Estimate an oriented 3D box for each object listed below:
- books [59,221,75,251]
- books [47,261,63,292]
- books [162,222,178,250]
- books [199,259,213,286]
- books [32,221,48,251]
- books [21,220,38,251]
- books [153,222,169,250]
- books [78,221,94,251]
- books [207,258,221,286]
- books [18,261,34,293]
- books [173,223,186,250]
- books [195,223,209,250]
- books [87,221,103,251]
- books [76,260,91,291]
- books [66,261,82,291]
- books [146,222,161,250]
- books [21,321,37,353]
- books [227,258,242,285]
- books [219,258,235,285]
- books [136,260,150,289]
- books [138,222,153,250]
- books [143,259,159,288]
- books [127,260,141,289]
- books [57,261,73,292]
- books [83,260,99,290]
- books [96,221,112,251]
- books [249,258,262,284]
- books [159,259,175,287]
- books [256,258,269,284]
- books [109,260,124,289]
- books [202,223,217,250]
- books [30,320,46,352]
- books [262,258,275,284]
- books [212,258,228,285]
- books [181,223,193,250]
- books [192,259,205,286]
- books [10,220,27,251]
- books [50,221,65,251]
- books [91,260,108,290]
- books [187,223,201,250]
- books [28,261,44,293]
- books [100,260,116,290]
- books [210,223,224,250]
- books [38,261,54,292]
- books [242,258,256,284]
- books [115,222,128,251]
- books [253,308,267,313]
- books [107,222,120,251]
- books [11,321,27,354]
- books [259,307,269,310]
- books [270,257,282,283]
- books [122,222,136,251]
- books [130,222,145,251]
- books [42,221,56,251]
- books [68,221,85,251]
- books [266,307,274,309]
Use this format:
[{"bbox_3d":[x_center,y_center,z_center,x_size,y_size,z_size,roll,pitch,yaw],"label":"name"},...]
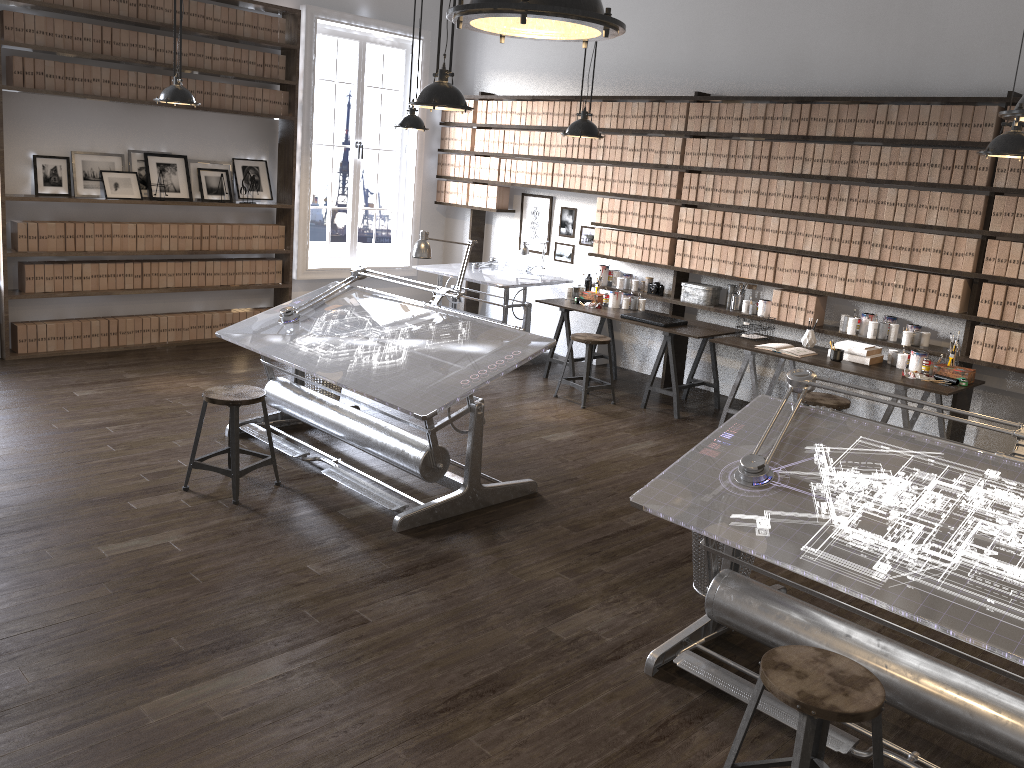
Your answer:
[{"bbox_3d":[-3.574,-1.186,7.108,0.067,0.223,0.176,-6,16,-44],"label":"books"},{"bbox_3d":[-3.669,-0.865,7.110,0.067,0.223,0.175,-6,16,-44],"label":"books"},{"bbox_3d":[-2.975,-1.282,7.693,0.067,0.223,0.176,-6,16,-44],"label":"books"},{"bbox_3d":[-2.766,-1.007,7.983,0.067,0.223,0.176,-6,16,-44],"label":"books"},{"bbox_3d":[-3.718,-1.163,6.966,0.067,0.223,0.176,-6,16,-44],"label":"books"},{"bbox_3d":[-3.769,-1.155,6.916,0.067,0.223,0.176,-6,16,-44],"label":"books"},{"bbox_3d":[-3.029,-1.274,7.645,0.067,0.223,0.175,-6,16,-44],"label":"books"},{"bbox_3d":[-3.471,-1.203,7.211,0.067,0.223,0.175,-6,16,-44],"label":"books"},{"bbox_3d":[-2.717,-1.016,8.036,0.067,0.223,0.175,-6,16,-44],"label":"books"},{"bbox_3d":[-3.817,-0.839,6.956,0.067,0.223,0.176,-6,16,-44],"label":"books"},{"bbox_3d":[-2.923,-1.290,7.743,0.067,0.223,0.176,-6,16,-44],"label":"books"},{"bbox_3d":[-2.772,-1.314,7.893,0.067,0.223,0.176,-6,16,-44],"label":"books"},{"bbox_3d":[-3.423,-1.212,7.263,0.067,0.223,0.175,-6,16,-44],"label":"books"},{"bbox_3d":[-3.515,-0.889,7.256,0.067,0.223,0.176,-6,16,-44],"label":"books"},{"bbox_3d":[-3.565,-0.880,7.204,0.067,0.223,0.176,-6,16,-44],"label":"books"},{"bbox_3d":[-3.081,-1.267,7.599,0.067,0.223,0.175,-6,16,-44],"label":"books"},{"bbox_3d":[-3.853,-0.375,7.058,0.067,0.223,0.176,-6,16,-44],"label":"books"},{"bbox_3d":[-2.566,-1.039,8.181,0.067,0.223,0.176,-6,16,-44],"label":"books"},{"bbox_3d":[-2.619,-1.032,8.135,0.067,0.223,0.176,-6,16,-44],"label":"books"},{"bbox_3d":[-3.168,-0.943,7.592,0.067,0.223,0.176,-6,16,-44],"label":"books"},{"bbox_3d":[-3.130,-1.259,7.549,0.067,0.223,0.176,-6,16,-44],"label":"books"},{"bbox_3d":[-3.119,-0.953,7.648,0.067,0.223,0.176,-6,16,-44],"label":"books"},{"bbox_3d":[-3.225,-0.936,7.544,0.067,0.223,0.176,-6,16,-44],"label":"books"},{"bbox_3d":[-3.618,-0.873,7.158,0.067,0.223,0.176,-6,16,-44],"label":"books"},{"bbox_3d":[-3.471,-0.896,7.301,0.067,0.223,0.176,-6,16,-44],"label":"books"},{"bbox_3d":[-3.372,-1.220,7.312,0.067,0.223,0.176,-6,16,-44],"label":"books"},{"bbox_3d":[-2.421,-1.062,8.321,0.067,0.223,0.176,-6,16,-44],"label":"books"},{"bbox_3d":[-3.018,-0.968,7.742,0.067,0.223,0.175,-6,16,-44],"label":"books"},{"bbox_3d":[-2.377,-1.071,8.372,0.067,0.223,0.176,-6,16,-44],"label":"books"},{"bbox_3d":[-3.326,-0.920,7.445,0.067,0.223,0.175,-6,16,-44],"label":"books"},{"bbox_3d":[-2.722,-1.324,7.949,0.067,0.223,0.176,-6,16,-44],"label":"books"},{"bbox_3d":[-3.800,-0.382,7.104,0.067,0.223,0.176,-6,16,-44],"label":"books"},{"bbox_3d":[-2.326,-1.079,8.422,0.067,0.223,0.175,-6,16,-44],"label":"books"},{"bbox_3d":[-2.670,-1.025,8.087,0.067,0.223,0.175,-6,16,-44],"label":"books"},{"bbox_3d":[-2.881,-1.298,7.790,0.067,0.223,0.176,-6,16,-44],"label":"books"},{"bbox_3d":[-2.818,-0.999,7.933,0.067,0.223,0.176,-6,16,-44],"label":"books"},{"bbox_3d":[-3.823,-1.147,6.868,0.067,0.223,0.175,-6,16,-44],"label":"books"},{"bbox_3d":[-3.631,-1.179,7.061,0.067,0.223,0.176,-6,16,-44],"label":"books"},{"bbox_3d":[-3.420,-0.903,7.344,0.067,0.223,0.176,-6,16,-44],"label":"books"},{"bbox_3d":[-2.829,-1.307,7.845,0.067,0.223,0.176,-6,16,-44],"label":"books"},{"bbox_3d":[-3.765,-0.848,7.006,0.067,0.223,0.176,-6,16,-44],"label":"books"},{"bbox_3d":[-3.376,-0.912,7.395,0.067,0.223,0.176,-6,16,-44],"label":"books"},{"bbox_3d":[-2.668,-1.331,7.995,0.067,0.223,0.175,-6,16,-44],"label":"books"},{"bbox_3d":[-3.716,-0.857,7.059,0.067,0.223,0.175,-6,16,-44],"label":"books"},{"bbox_3d":[-2.472,-1.056,8.278,0.067,0.223,0.176,-6,16,-44],"label":"books"},{"bbox_3d":[-3.276,-1.235,7.405,0.067,0.223,0.176,-6,16,-44],"label":"books"},{"bbox_3d":[-2.410,-0.604,8.462,0.067,0.223,0.176,-6,16,-44],"label":"books"},{"bbox_3d":[-3.320,-1.227,7.355,0.067,0.223,0.176,-6,16,-44],"label":"books"},{"bbox_3d":[-3.904,-0.367,7.010,0.067,0.223,0.175,-6,16,-44],"label":"books"},{"bbox_3d":[-2.361,-0.613,8.518,0.067,0.223,0.176,-6,16,-44],"label":"books"},{"bbox_3d":[-2.273,-1.086,8.468,0.067,0.223,0.175,-6,16,-44],"label":"books"},{"bbox_3d":[-3.230,-1.242,7.448,0.067,0.223,0.176,-6,16,-44],"label":"books"},{"bbox_3d":[-3.177,-1.250,7.497,0.067,0.223,0.176,-6,16,-44],"label":"books"},{"bbox_3d":[-3.676,-1.171,7.013,0.067,0.223,0.176,-6,16,-44],"label":"books"},{"bbox_3d":[-3.525,-1.196,7.164,0.067,0.223,0.176,-6,16,-44],"label":"books"},{"bbox_3d":[-2.306,-0.621,8.569,0.067,0.223,0.176,-6,16,-44],"label":"books"}]
